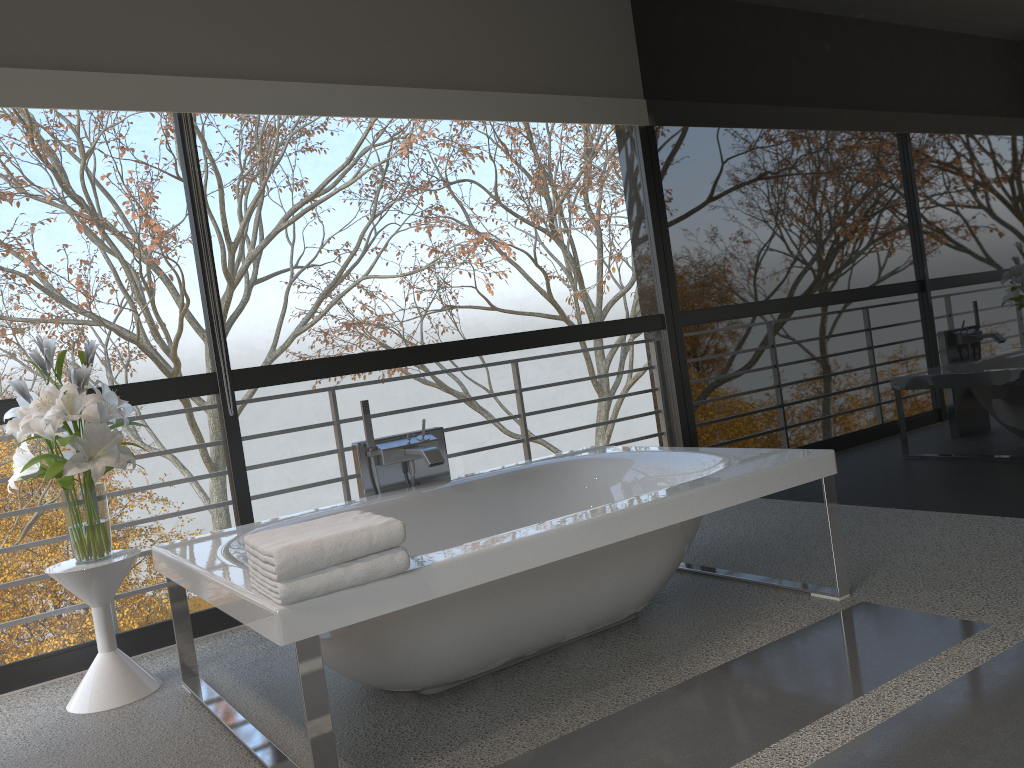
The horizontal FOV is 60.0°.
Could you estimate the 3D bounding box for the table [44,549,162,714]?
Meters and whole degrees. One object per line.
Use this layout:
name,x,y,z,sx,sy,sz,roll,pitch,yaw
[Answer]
table,-1.419,0.848,3.087,0.307,0.478,0.308,-7,2,41

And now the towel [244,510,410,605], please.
towel,-0.447,0.416,2.146,0.322,0.145,0.305,-9,2,-30

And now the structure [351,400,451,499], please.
structure,-0.357,0.477,3.562,0.402,0.884,0.330,-9,2,-33

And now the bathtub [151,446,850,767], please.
bathtub,-0.036,0.638,3.037,1.959,0.504,1.327,-10,2,-33

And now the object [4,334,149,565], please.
object,-1.517,0.220,3.058,0.450,0.795,0.460,-8,2,-6
